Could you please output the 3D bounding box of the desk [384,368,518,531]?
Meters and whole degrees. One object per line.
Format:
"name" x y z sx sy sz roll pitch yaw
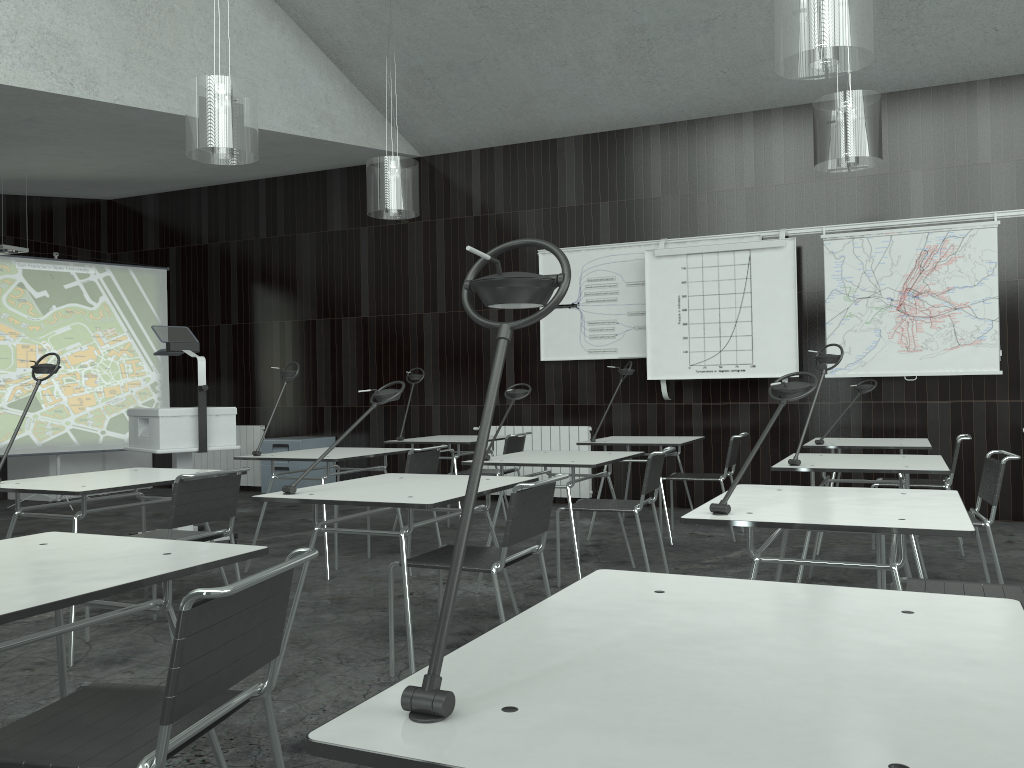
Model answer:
"desk" -0.441 0.518 6.719 0.700 1.321 0.900 -1 -1 23

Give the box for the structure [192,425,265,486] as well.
"structure" -3.055 0.828 9.315 1.129 0.688 0.079 -1 -1 24

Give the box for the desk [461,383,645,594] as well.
"desk" 0.244 0.567 4.655 0.700 1.153 0.900 -1 -1 24

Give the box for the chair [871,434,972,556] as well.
"chair" 2.510 0.731 5.436 0.555 0.765 0.428 -1 -1 26

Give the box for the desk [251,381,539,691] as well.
"desk" -0.386 0.561 3.265 0.700 1.153 0.900 -1 -1 24

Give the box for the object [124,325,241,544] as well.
"object" -2.171 0.377 5.864 0.559 1.639 0.680 0 -1 -42

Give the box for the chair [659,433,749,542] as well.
"chair" 1.311 0.757 6.015 0.555 0.765 0.428 -1 -1 22

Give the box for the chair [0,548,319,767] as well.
"chair" -0.667 0.738 1.589 0.555 0.765 0.428 -1 -1 12

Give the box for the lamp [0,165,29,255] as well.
"lamp" -3.997 -2.888 6.746 0.600 3.595 0.212 -1 -1 24

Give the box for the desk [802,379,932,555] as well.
"desk" 2.230 0.545 5.546 0.700 1.153 0.900 -1 -1 24

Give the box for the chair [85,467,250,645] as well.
"chair" -1.412 0.774 3.667 0.555 0.765 0.428 -1 -1 23

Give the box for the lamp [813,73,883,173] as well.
"lamp" 1.866 -2.243 4.973 0.359 1.761 0.350 -1 -1 24

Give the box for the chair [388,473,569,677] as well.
"chair" -0.105 0.747 3.156 0.555 0.765 0.428 -1 -1 24

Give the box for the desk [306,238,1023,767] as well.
"desk" 0.296 0.441 1.135 0.700 1.321 0.900 -1 -1 25

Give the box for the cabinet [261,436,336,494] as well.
"cabinet" -2.062 0.905 8.603 0.502 0.648 0.598 -1 -1 23

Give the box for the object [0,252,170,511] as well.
"object" -4.122 -0.048 8.101 2.051 2.602 0.673 0 -1 -42

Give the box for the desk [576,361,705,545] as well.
"desk" 0.917 0.490 6.177 0.700 1.321 0.900 -1 -1 22

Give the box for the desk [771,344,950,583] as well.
"desk" 1.619 0.454 4.104 0.700 1.321 0.900 -1 -1 24

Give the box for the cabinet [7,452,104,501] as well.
"cabinet" -4.615 0.622 8.978 0.587 1.285 0.639 -1 -1 24

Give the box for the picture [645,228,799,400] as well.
"picture" 1.687 -0.614 7.142 1.191 1.508 0.254 -1 -1 24

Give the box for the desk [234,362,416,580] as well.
"desk" -1.072 0.511 5.259 0.700 1.321 0.900 -1 -1 24

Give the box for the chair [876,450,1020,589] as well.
"chair" 1.940 0.723 3.975 0.555 0.765 0.428 -1 -1 19

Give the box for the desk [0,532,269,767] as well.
"desk" -1.036 0.553 1.717 0.700 1.153 0.900 -1 -1 24

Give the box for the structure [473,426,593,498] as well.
"structure" 0.176 0.760 7.897 1.129 0.688 0.079 -1 -1 24

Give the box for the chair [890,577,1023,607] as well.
"chair" 1.332 0.715 2.436 0.555 0.765 0.428 -1 -1 26

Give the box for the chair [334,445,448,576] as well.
"chair" -0.683 0.778 5.088 0.555 0.765 0.428 -1 -1 21

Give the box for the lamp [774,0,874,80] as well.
"lamp" 1.182 -2.523 3.430 0.359 2.307 0.350 -1 -1 24

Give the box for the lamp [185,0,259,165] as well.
"lamp" -1.520 -2.466 4.617 0.359 2.307 0.350 -1 -1 24

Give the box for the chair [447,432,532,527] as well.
"chair" -0.158 0.788 6.611 0.555 0.765 0.428 -1 -1 22

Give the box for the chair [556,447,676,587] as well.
"chair" 0.546 0.753 4.568 0.555 0.765 0.428 -1 -1 20

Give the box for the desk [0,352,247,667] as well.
"desk" -1.707 0.504 3.788 0.700 1.321 0.900 -1 -1 25

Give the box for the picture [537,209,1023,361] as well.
"picture" 1.981 -0.814 7.131 3.818 1.102 0.050 -1 -1 24

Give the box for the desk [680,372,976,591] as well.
"desk" 0.946 0.532 2.611 0.700 1.153 0.900 -1 -1 24

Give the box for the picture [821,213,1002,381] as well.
"picture" 2.963 -0.700 6.624 1.211 1.342 0.163 -1 -1 24

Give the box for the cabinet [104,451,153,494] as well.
"cabinet" -4.354 0.625 9.571 0.587 1.285 0.639 -1 -1 24

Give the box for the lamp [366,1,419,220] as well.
"lamp" -0.837 -2.186 6.159 0.359 1.761 0.350 -1 -1 24
